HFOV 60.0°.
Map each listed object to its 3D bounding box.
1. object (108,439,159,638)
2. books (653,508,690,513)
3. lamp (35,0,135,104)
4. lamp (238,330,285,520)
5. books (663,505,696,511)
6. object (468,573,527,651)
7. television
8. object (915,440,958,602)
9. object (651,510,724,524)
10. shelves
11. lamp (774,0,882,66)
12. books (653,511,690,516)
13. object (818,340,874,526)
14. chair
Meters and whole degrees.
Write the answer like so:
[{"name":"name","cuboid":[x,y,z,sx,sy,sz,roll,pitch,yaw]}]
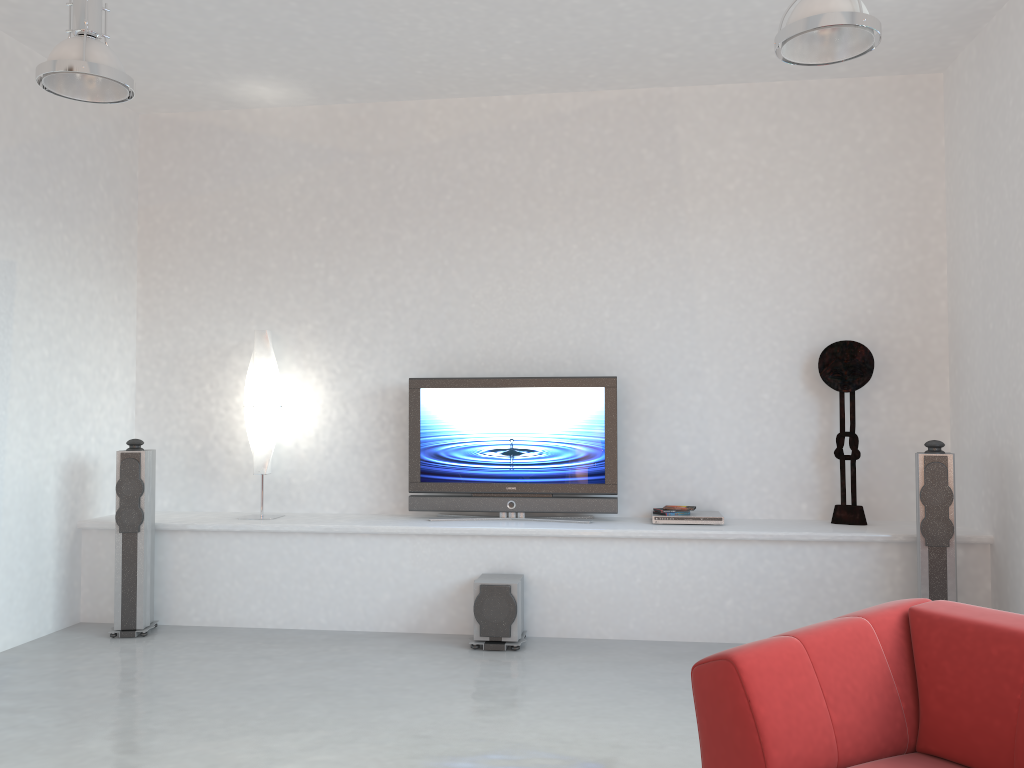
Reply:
[{"name":"object","cuboid":[-2.308,0.927,5.435,0.255,1.184,0.273,0,-2,-7]},{"name":"books","cuboid":[1.001,0.793,5.570,0.190,0.015,0.135,0,-2,-12]},{"name":"lamp","cuboid":[-1.797,-1.647,3.757,0.379,0.800,0.379,0,-2,4]},{"name":"lamp","cuboid":[-1.658,0.264,5.896,0.263,1.239,0.263,0,-2,0]},{"name":"books","cuboid":[1.051,0.777,5.559,0.190,0.015,0.135,-1,-2,18]},{"name":"object","cuboid":[-0.077,1.317,5.142,0.336,0.374,0.337,0,-2,8]},{"name":"television","cuboid":[0.000,0.415,5.746,1.356,0.919,0.343,0,-2,8]},{"name":"object","cuboid":[2.296,0.895,4.798,0.255,1.184,0.273,-1,-2,23]},{"name":"object","cuboid":[1.098,0.837,5.579,0.430,0.045,0.352,0,-2,8]},{"name":"shelves","cuboid":[-0.010,0.895,5.613,5.500,0.050,0.650,0,-2,8]},{"name":"lamp","cuboid":[1.184,-1.668,3.348,0.379,0.800,0.379,2,-3,-43]},{"name":"books","cuboid":[1.001,0.808,5.566,0.190,0.015,0.135,1,-2,-27]},{"name":"object","cuboid":[2.068,0.295,5.467,0.331,1.130,0.108,-1,-2,33]},{"name":"chair","cuboid":[1.176,1.030,2.228,0.951,0.738,1.288,1,-2,-32]}]
